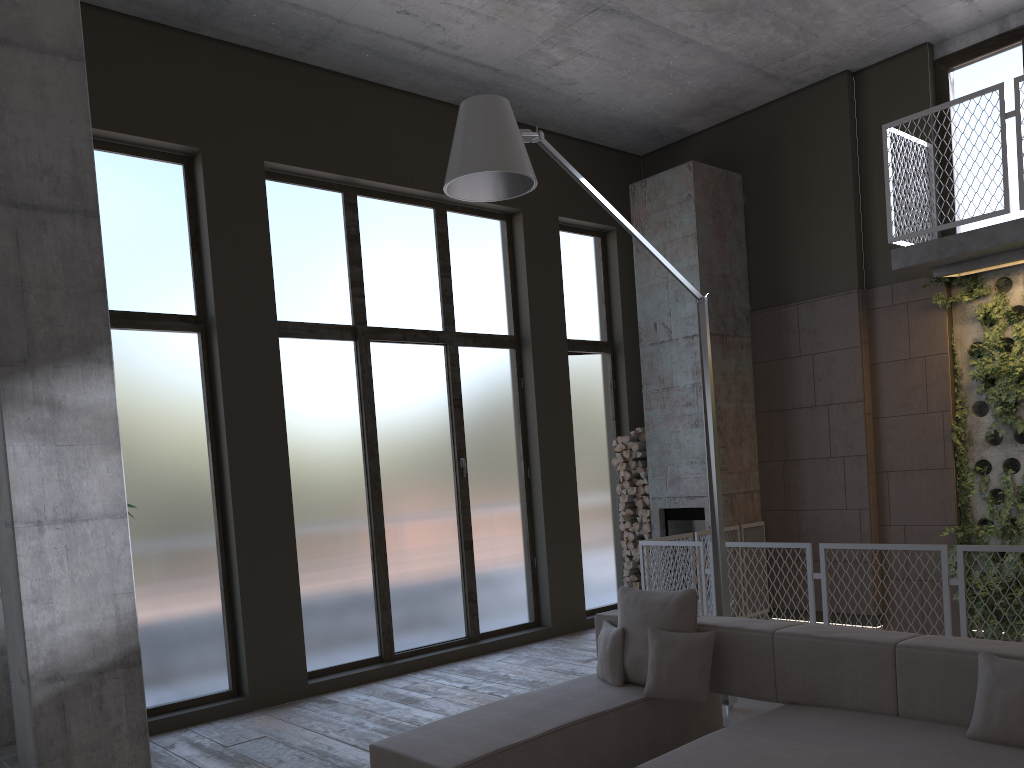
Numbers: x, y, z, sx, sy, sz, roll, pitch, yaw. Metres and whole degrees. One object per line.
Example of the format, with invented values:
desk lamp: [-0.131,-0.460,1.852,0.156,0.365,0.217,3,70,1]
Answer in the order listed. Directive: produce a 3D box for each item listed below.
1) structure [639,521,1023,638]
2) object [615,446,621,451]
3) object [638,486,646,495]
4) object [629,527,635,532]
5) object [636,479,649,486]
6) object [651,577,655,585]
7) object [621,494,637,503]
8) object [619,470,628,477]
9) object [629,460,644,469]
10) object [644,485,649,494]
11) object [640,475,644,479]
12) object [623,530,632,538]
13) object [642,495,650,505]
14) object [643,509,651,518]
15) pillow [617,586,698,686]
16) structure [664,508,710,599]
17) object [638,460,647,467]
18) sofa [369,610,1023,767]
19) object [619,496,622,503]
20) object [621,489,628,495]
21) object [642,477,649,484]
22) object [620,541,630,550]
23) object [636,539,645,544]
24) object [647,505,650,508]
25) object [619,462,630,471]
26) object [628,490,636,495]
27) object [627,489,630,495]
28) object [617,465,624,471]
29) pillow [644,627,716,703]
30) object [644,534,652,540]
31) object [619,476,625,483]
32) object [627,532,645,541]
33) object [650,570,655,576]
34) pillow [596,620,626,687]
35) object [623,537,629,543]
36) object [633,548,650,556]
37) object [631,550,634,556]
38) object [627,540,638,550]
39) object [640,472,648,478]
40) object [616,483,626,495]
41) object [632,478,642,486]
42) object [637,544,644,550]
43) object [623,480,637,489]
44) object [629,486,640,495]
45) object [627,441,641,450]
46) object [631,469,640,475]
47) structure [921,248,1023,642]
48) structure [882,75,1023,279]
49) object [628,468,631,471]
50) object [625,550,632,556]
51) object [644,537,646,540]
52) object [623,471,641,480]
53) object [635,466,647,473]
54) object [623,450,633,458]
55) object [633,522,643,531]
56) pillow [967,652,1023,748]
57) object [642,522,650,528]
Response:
structure: [3.322,1.588,6.709,1.918,0.934,4.461,-1,-7,-41]
object: [1.284,0.698,9.540,0.362,0.068,0.123,0,-6,-40]
object: [1.524,1.122,9.376,0.453,0.089,0.091,1,-4,-42]
object: [1.403,1.556,9.487,0.331,0.057,0.089,1,-6,-42]
object: [1.511,1.052,9.388,0.433,0.079,0.115,1,-6,-42]
object: [1.648,2.079,9.353,0.435,0.092,0.092,1,-4,-42]
object: [1.375,1.222,9.465,0.477,0.084,0.094,1,-5,-42]
object: [1.305,0.977,9.544,0.291,0.103,0.101,0,-4,-40]
object: [1.431,0.856,9.394,0.453,0.089,0.091,1,-5,-43]
object: [1.578,1.103,9.307,0.435,0.092,0.092,1,-4,-42]
object: [1.512,0.987,9.447,0.290,0.102,0.104,0,-4,-42]
object: [1.353,1.635,9.575,0.291,0.103,0.101,0,-4,-40]
object: [1.536,1.226,9.295,0.363,0.108,0.089,0,-4,-42]
object: [1.580,1.357,9.314,0.477,0.084,0.094,1,-5,-42]
pillow: [0.781,1.401,4.853,0.220,0.558,0.567,-5,0,-39]
structure: [1.819,1.712,8.914,0.056,0.930,0.578,-7,2,-41]
object: [1.498,0.838,9.360,0.421,0.071,0.067,1,-4,-42]
sofa: [0.618,1.586,3.468,2.998,0.785,3.020,0,-7,-41]
object: [1.328,1.241,9.524,0.421,0.067,0.067,1,-5,-42]
object: [1.355,1.161,9.547,0.421,0.067,0.068,1,-5,-42]
object: [1.546,1.017,9.317,0.421,0.073,0.072,1,-4,-42]
object: [1.340,1.752,9.586,0.363,0.108,0.089,0,-4,-42]
object: [1.500,1.710,9.503,0.361,0.087,0.102,1,-5,-42]
object: [1.577,1.276,9.359,0.361,0.087,0.102,1,-5,-42]
object: [1.349,0.878,9.450,0.477,0.084,0.094,1,-5,-42]
object: [1.431,1.140,9.427,0.433,0.079,0.115,1,-6,-42]
object: [1.408,1.152,9.486,0.421,0.067,0.067,1,-5,-42]
object: [1.302,0.897,9.509,0.421,0.067,0.067,1,-5,-42]
pillow: [0.879,1.470,4.595,0.378,0.373,0.168,-5,1,22]
object: [1.565,1.624,9.364,0.423,0.085,0.067,1,-4,-43]
object: [1.257,1.022,9.477,0.250,0.073,0.045,0,-3,-42]
object: [1.382,1.632,9.475,0.293,0.107,0.099,0,-4,-40]
object: [1.616,1.988,9.363,0.421,0.073,0.072,1,-4,-42]
pillow: [0.575,1.565,5.062,0.151,0.377,0.370,-4,-1,-8]
object: [1.305,1.680,9.509,0.250,0.073,0.045,0,-3,-42]
object: [1.503,1.791,9.458,0.477,0.084,0.094,1,-5,-42]
object: [1.456,1.810,9.517,0.421,0.067,0.067,1,-5,-42]
object: [1.430,1.735,9.546,0.435,0.093,0.093,1,-4,-42]
object: [1.517,0.966,9.332,0.423,0.085,0.067,1,-4,-43]
object: [1.283,1.140,9.571,0.362,0.125,0.064,0,-2,-42]
object: [1.452,1.052,9.472,0.361,0.087,0.102,1,-5,-42]
object: [1.527,1.717,9.393,0.453,0.089,0.091,0,-4,-40]
object: [1.383,1.077,9.514,0.435,0.093,0.093,1,-4,-42]
object: [1.455,1.133,9.427,0.477,0.084,0.094,1,-5,-42]
object: [1.378,0.653,9.355,0.361,0.084,0.104,1,-5,-42]
object: [1.417,0.930,9.429,0.358,0.074,0.065,1,-4,-43]
structure: [4.567,0.508,6.716,0.998,3.829,2.640,-6,1,-41]
structure: [4.069,-0.150,5.513,3.019,4.323,3.704,-4,-1,-41]
object: [1.355,0.898,9.456,0.331,0.057,0.089,1,-6,-42]
object: [1.403,1.818,9.578,0.421,0.067,0.068,1,-5,-42]
object: [1.559,1.645,9.478,0.290,0.102,0.104,0,-4,-42]
object: [1.334,0.974,9.444,0.293,0.107,0.099,0,-4,-40]
object: [1.480,0.904,9.348,0.362,0.068,0.123,0,-6,-40]
object: [1.386,0.745,9.411,0.477,0.083,0.094,1,-5,-42]
object: [1.479,1.514,9.425,0.453,0.089,0.091,1,-5,-43]
pillow: [2.012,1.265,3.465,0.185,0.359,0.373,-5,-1,-42]
object: [1.546,1.496,9.391,0.421,0.071,0.067,1,-4,-42]
